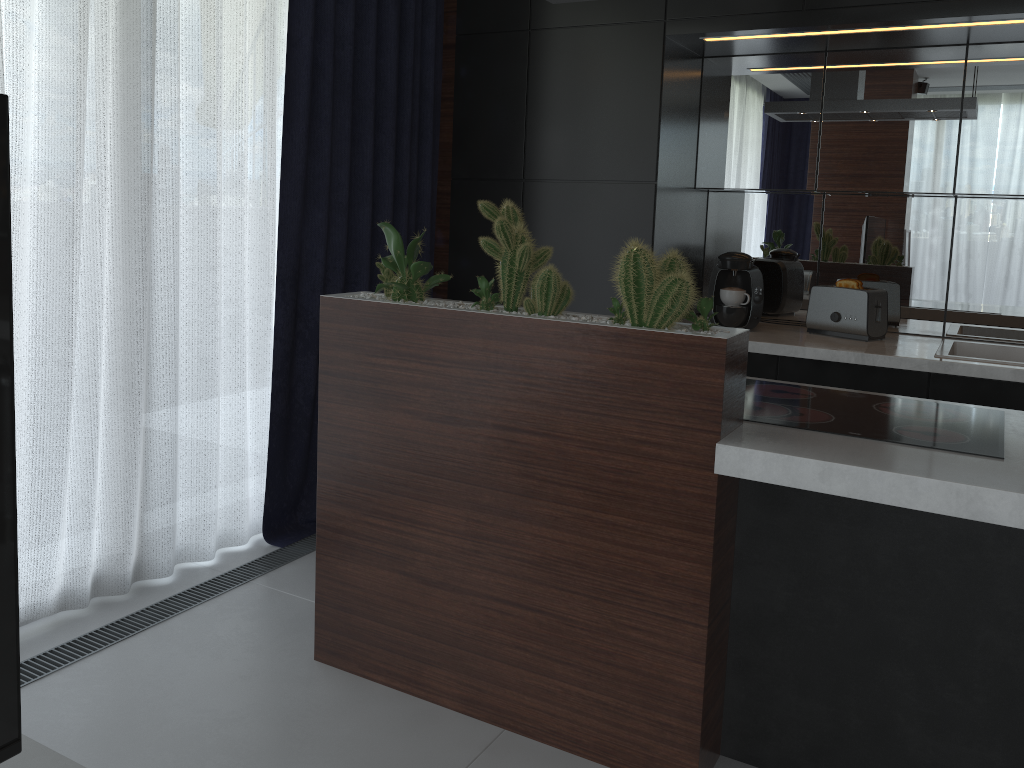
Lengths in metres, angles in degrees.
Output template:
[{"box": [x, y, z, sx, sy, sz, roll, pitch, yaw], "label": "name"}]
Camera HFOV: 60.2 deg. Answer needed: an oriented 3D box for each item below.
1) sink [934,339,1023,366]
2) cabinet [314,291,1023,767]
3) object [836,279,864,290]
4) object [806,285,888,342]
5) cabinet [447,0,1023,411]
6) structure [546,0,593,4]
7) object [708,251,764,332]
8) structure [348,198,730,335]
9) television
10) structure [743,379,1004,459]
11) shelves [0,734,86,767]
[{"box": [1.929, -0.111, 3.012, 0.857, 0.487, 0.507, 8, 10, 28], "label": "sink"}, {"box": [1.144, -0.371, 1.715, 3.349, 2.525, 0.791, 7, 8, 29], "label": "cabinet"}, {"box": [1.413, -0.122, 2.560, 0.140, 0.219, 1.903, 1, 11, -6], "label": "object"}, {"box": [1.295, -0.280, 3.421, 0.177, 0.193, 0.262, -5, 12, -40], "label": "object"}, {"box": [1.408, -0.664, 3.254, 3.493, 2.527, 0.710, 7, 8, 29], "label": "cabinet"}, {"box": [0.483, -1.380, 2.099, 1.048, 0.752, 0.449, 7, 9, 29], "label": "structure"}, {"box": [0.897, -0.377, 3.539, 0.215, 0.309, 0.272, 4, 9, 14], "label": "object"}, {"box": [0.013, -0.287, 2.031, 1.005, 0.283, 0.224, 9, 10, 31], "label": "structure"}, {"box": [-0.843, 0.186, 0.406, 0.299, 0.777, 1.240, 6, 10, 28], "label": "television"}, {"box": [0.728, 0.066, 2.089, 0.767, 0.056, 0.508, 8, 13, 28], "label": "structure"}, {"box": [-1.272, 0.863, 0.171, 0.876, 0.493, 2.369, 8, 12, 28], "label": "shelves"}]
